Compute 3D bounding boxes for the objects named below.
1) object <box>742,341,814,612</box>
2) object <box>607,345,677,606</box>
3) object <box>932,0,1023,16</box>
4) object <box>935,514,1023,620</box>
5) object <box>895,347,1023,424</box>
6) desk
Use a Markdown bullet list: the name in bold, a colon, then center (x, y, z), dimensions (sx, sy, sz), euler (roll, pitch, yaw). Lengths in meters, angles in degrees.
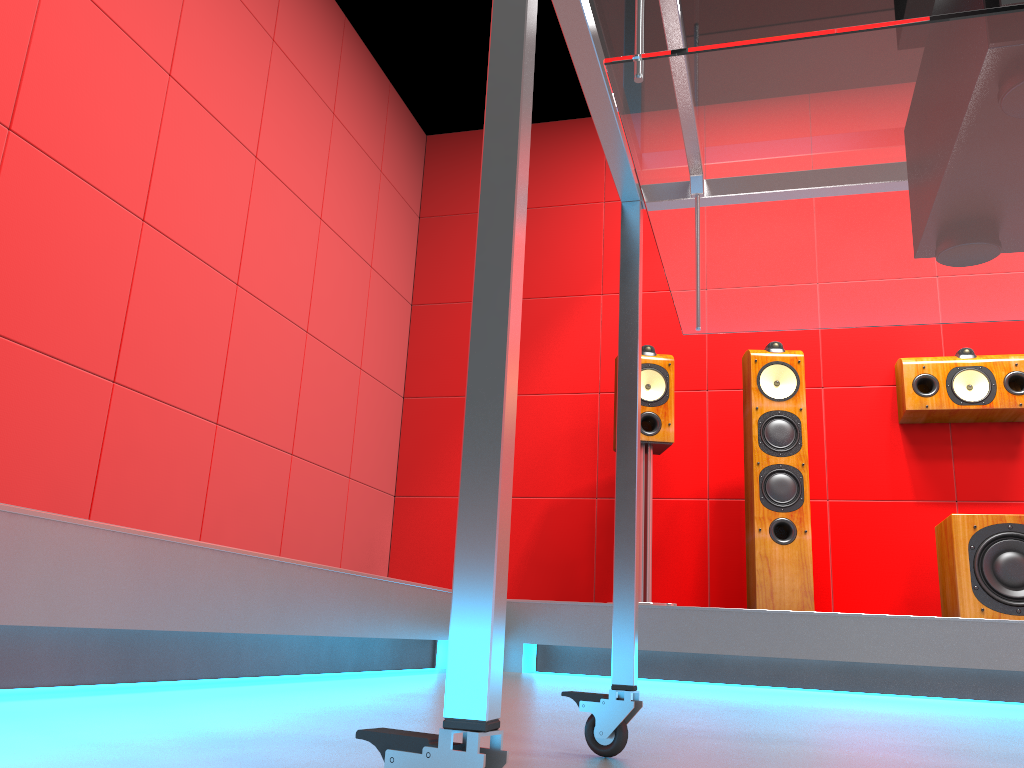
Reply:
- **object**: center (1.023, 0.354, 3.442), dimensions (0.203, 1.052, 0.238), euler (1, -16, 6)
- **object**: center (0.527, 0.366, 3.586), dimensions (0.231, 1.058, 0.265), euler (4, -16, -3)
- **object**: center (0.551, -0.243, 0.652), dimensions (0.431, 0.158, 0.371), euler (-2, -17, 16)
- **object**: center (1.734, 0.665, 3.135), dimensions (0.360, 0.360, 0.360), euler (-2, -17, 16)
- **object**: center (1.864, 0.000, 3.649), dimensions (0.493, 0.271, 0.235), euler (-2, -17, 16)
- **desk**: center (0.772, -0.025, 0.591), dimensions (1.617, 0.690, 0.594), euler (-2, -17, 16)
